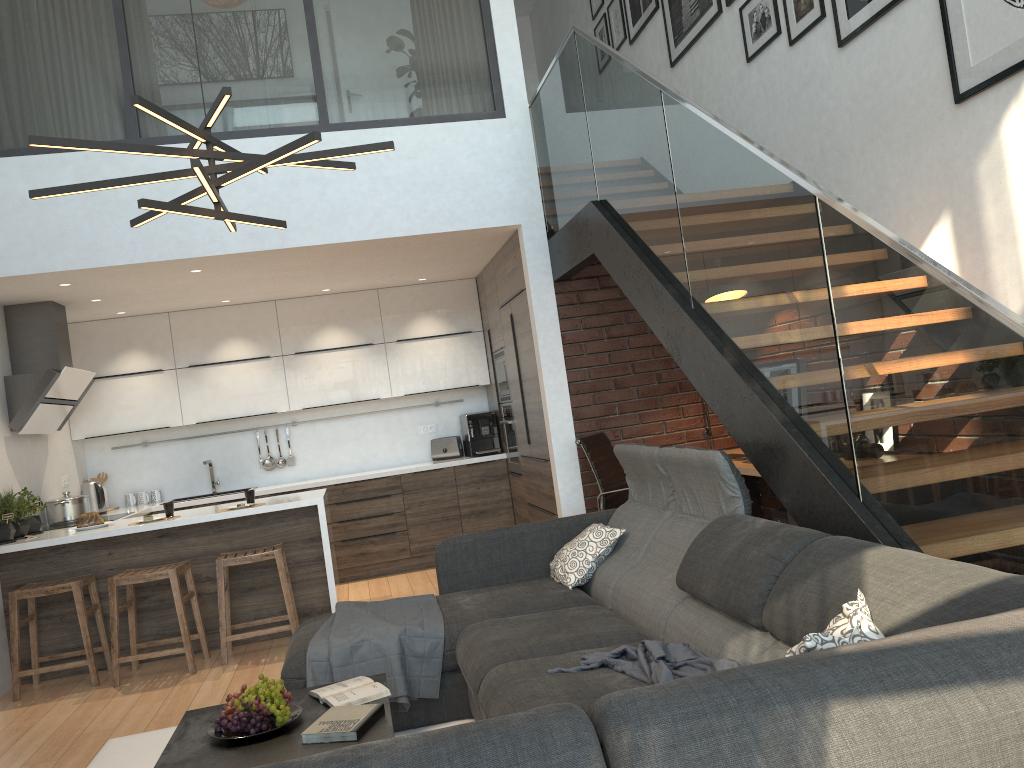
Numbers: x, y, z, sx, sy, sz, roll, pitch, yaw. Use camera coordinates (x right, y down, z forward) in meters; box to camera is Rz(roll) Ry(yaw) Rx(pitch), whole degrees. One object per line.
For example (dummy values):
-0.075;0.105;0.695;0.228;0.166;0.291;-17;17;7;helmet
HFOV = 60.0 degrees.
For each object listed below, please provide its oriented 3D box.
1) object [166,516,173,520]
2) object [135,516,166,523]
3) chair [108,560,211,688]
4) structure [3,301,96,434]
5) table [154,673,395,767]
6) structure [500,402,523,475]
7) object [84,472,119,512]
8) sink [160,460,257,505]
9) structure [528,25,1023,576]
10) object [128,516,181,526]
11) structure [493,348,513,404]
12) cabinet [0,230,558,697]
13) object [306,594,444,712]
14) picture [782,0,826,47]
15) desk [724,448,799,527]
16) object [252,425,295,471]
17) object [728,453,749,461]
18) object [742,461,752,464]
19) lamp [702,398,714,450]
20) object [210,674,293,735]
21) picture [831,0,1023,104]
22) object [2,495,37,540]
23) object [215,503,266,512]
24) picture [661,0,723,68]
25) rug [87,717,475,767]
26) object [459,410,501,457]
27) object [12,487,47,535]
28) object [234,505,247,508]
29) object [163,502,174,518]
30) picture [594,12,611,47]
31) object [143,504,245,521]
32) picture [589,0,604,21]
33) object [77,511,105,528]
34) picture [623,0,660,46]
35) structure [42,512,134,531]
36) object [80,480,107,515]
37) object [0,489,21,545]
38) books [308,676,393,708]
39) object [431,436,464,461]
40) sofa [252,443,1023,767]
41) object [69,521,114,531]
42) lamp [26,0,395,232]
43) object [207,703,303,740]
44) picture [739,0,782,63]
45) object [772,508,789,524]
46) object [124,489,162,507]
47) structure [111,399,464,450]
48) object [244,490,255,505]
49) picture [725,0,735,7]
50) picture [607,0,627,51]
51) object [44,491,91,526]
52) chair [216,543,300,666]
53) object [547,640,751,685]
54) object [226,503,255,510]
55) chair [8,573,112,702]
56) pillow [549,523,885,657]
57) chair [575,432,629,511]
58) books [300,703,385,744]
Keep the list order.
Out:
-2.091;0.817;5.410;0.025;0.011;0.126;-8;-1;-7;object
-2.201;0.830;5.405;0.176;0.014;0.176;-7;-1;-21;object
-2.053;1.368;5.130;0.450;0.600;0.350;-8;-1;-6;chair
-3.244;-0.163;6.221;0.407;0.998;0.898;-8;-1;-11;structure
-0.719;1.246;2.834;0.700;0.323;0.700;-8;-1;-11;table
0.195;0.410;7.207;0.495;0.570;0.595;-8;-1;-11;structure
-3.395;0.890;7.268;0.221;0.316;0.330;-8;-1;-11;object
-2.491;0.891;7.317;0.706;0.518;0.512;-8;-1;-11;sink
1.212;-0.314;4.532;1.289;3.460;5.660;-8;-1;-11;structure
-2.194;0.838;5.444;0.305;0.002;0.305;-7;-2;-42;object
0.143;-0.088;7.222;0.459;0.430;0.595;-8;-1;-11;structure
-1.647;0.435;6.582;3.495;2.401;2.401;-8;-1;-11;cabinet
-0.540;1.132;3.754;0.548;0.369;0.685;-8;-1;-3;object
1.519;-2.060;4.651;0.022;0.440;0.358;-8;-1;-11;picture
1.560;0.778;4.822;0.610;0.750;2.182;-8;-1;-11;desk
-2.060;0.550;7.684;0.320;0.389;0.069;-8;-1;-9;object
1.460;0.153;5.218;0.431;0.535;0.716;-8;-1;-11;object
1.405;0.422;4.871;0.200;0.002;0.250;-8;-1;-11;object
1.424;0.178;5.460;0.462;2.003;1.054;-7;-1;-27;lamp
-0.833;1.014;2.830;0.256;0.173;0.279;-8;-1;-13;object
1.744;-1.987;3.512;0.028;1.678;1.785;-8;-1;-11;picture
-3.071;0.820;5.501;0.221;0.283;0.211;-8;-1;2;object
-1.684;0.768;5.510;0.304;0.002;0.304;-8;-1;22;object
1.164;-2.790;5.979;0.025;0.990;0.871;-8;-1;-11;picture
-0.826;1.441;2.946;1.606;0.013;2.496;-8;-1;-11;rug
-0.273;0.433;7.770;0.274;0.378;0.532;-8;-1;-11;object
-3.102;0.815;5.695;0.179;0.311;0.172;-8;-1;0;object
-1.653;0.750;5.420;0.126;0.012;0.025;-8;-1;8;object
-2.136;0.784;5.526;0.066;0.093;0.066;-9;-1;25;object
0.800;-2.982;7.775;0.025;0.410;0.333;-8;-1;-11;picture
-1.942;0.780;5.427;0.597;0.039;0.064;-8;-1;-14;object
0.732;-3.465;7.786;0.025;0.410;0.333;-8;-1;-11;picture
-2.642;0.854;5.550;0.155;0.101;0.161;-8;-1;-15;object
0.945;-3.225;6.817;0.025;0.990;0.654;-8;-1;-11;picture
-2.998;0.966;6.207;0.550;0.006;0.609;-8;-1;-11;structure
-3.247;0.883;6.864;0.179;0.270;0.220;-7;-1;-23;object
-3.040;0.769;5.288;0.186;0.367;0.196;-8;-1;-11;object
-0.558;1.053;3.032;0.199;0.025;0.294;-7;-2;-31;books
-0.578;0.569;7.860;0.260;0.195;0.177;-8;-1;10;object
-0.058;0.838;2.823;2.108;0.995;3.169;-8;-1;-10;sofa
-2.625;0.891;5.540;0.261;0.021;0.261;-8;-1;-16;object
-1.213;-2.345;2.950;1.200;3.645;0.831;-8;-1;-1;lamp
-0.815;1.083;2.824;0.295;0.026;0.295;-8;-1;-17;object
1.428;-2.093;5.106;0.025;0.333;0.410;-8;-1;-11;picture
1.607;0.876;4.488;0.474;0.527;0.215;-8;-1;-11;object
-3.095;0.958;7.443;0.297;0.105;0.112;-8;-1;-9;object
-1.902;0.346;7.732;3.000;0.045;0.050;-8;-1;-11;structure
-1.649;0.717;5.587;0.066;0.093;0.066;-7;-2;-37;object
1.372;-2.665;4.975;0.025;0.654;0.990;-8;-1;-11;picture
0.874;-3.003;7.371;0.025;0.410;0.333;-8;-1;-11;picture
-3.163;0.876;6.319;0.288;0.223;0.315;-9;-2;30;object
-1.527;1.298;5.310;0.450;0.600;0.350;-8;-1;-13;chair
0.503;0.833;2.528;0.411;0.118;0.905;-7;-2;-35;object
-1.675;0.758;5.469;0.176;0.014;0.176;-8;-1;-6;object
-2.625;1.448;5.146;0.450;0.600;0.350;-8;-1;-11;chair
0.501;0.705;3.040;0.386;0.364;2.734;-8;-1;-7;pillow
0.821;0.772;5.444;0.700;0.991;0.651;-9;-1;24;chair
-0.513;1.036;2.710;0.179;0.029;0.225;-8;-1;12;books
